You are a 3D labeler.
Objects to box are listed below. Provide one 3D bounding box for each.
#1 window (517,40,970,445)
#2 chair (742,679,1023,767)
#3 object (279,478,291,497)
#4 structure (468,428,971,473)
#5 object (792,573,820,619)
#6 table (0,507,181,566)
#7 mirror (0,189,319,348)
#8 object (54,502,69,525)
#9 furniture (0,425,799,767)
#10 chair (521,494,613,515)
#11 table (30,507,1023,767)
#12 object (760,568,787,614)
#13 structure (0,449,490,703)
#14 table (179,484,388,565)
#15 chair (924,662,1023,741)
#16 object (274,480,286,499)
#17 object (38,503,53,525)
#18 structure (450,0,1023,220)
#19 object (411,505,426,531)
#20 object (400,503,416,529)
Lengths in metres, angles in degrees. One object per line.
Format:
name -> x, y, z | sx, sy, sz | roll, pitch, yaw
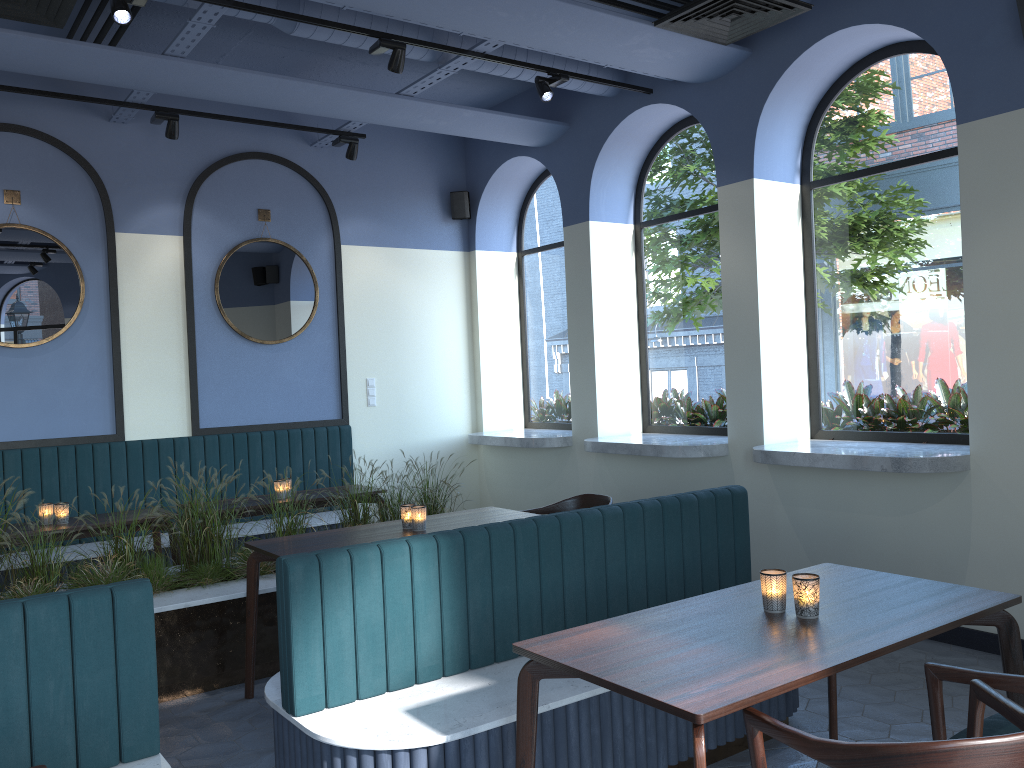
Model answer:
window -> 0.092, -0.704, 1.132 | 3.897, 2.394, 14.212 | -2, 0, 15
chair -> 0.888, 1.049, 1.901 | 0.618, 0.793, 0.525 | -3, 0, -11
object -> -1.532, 0.701, 6.005 | 0.078, 0.120, 0.078 | -2, 1, 38
structure -> -0.072, 0.530, 1.183 | 4.315, 0.080, 14.155 | -2, 0, 16
object -> 0.866, 0.624, 2.608 | 0.078, 0.120, 0.078 | -3, 0, -18
table -> -2.646, 1.194, 5.167 | 1.332, 0.755, 0.548 | -3, 1, -35
mirror -> -3.390, -0.793, 6.122 | 4.357, 1.089, 0.026 | -3, 1, -35
object -> -2.624, 0.755, 5.169 | 0.078, 0.120, 0.078 | -2, 1, 38
furniture -> -1.961, 0.974, 4.234 | 4.800, 1.150, 4.703 | -3, 1, -35
chair -> 0.319, 1.049, 5.013 | 0.525, 0.793, 0.618 | -3, 1, -36
table -> -2.459, 1.220, 0.791 | 3.997, 0.755, 9.778 | -2, 1, 38
object -> 0.792, 0.627, 2.683 | 0.078, 0.120, 0.078 | -3, 0, -18
structure -> -2.159, 0.951, 4.512 | 4.878, 1.207, 1.143 | -3, 1, -34
table -> -1.507, 1.138, 5.978 | 1.332, 0.755, 0.548 | -3, 1, -35
chair -> 1.447, 1.022, 2.298 | 0.618, 0.793, 0.525 | -3, 1, -36
object -> -1.543, 0.702, 5.908 | 0.078, 0.120, 0.078 | -2, 1, 38
object -> -2.721, 0.759, 5.181 | 0.078, 0.120, 0.078 | -2, 1, 38
structure -> -3.304, -1.467, 2.173 | 7.261, 0.268, 13.143 | -2, 1, 38
object -> -0.462, 0.668, 4.404 | 0.078, 0.120, 0.078 | -3, 0, -18
object -> -0.523, 0.670, 4.481 | 0.078, 0.120, 0.078 | -3, 0, -18
